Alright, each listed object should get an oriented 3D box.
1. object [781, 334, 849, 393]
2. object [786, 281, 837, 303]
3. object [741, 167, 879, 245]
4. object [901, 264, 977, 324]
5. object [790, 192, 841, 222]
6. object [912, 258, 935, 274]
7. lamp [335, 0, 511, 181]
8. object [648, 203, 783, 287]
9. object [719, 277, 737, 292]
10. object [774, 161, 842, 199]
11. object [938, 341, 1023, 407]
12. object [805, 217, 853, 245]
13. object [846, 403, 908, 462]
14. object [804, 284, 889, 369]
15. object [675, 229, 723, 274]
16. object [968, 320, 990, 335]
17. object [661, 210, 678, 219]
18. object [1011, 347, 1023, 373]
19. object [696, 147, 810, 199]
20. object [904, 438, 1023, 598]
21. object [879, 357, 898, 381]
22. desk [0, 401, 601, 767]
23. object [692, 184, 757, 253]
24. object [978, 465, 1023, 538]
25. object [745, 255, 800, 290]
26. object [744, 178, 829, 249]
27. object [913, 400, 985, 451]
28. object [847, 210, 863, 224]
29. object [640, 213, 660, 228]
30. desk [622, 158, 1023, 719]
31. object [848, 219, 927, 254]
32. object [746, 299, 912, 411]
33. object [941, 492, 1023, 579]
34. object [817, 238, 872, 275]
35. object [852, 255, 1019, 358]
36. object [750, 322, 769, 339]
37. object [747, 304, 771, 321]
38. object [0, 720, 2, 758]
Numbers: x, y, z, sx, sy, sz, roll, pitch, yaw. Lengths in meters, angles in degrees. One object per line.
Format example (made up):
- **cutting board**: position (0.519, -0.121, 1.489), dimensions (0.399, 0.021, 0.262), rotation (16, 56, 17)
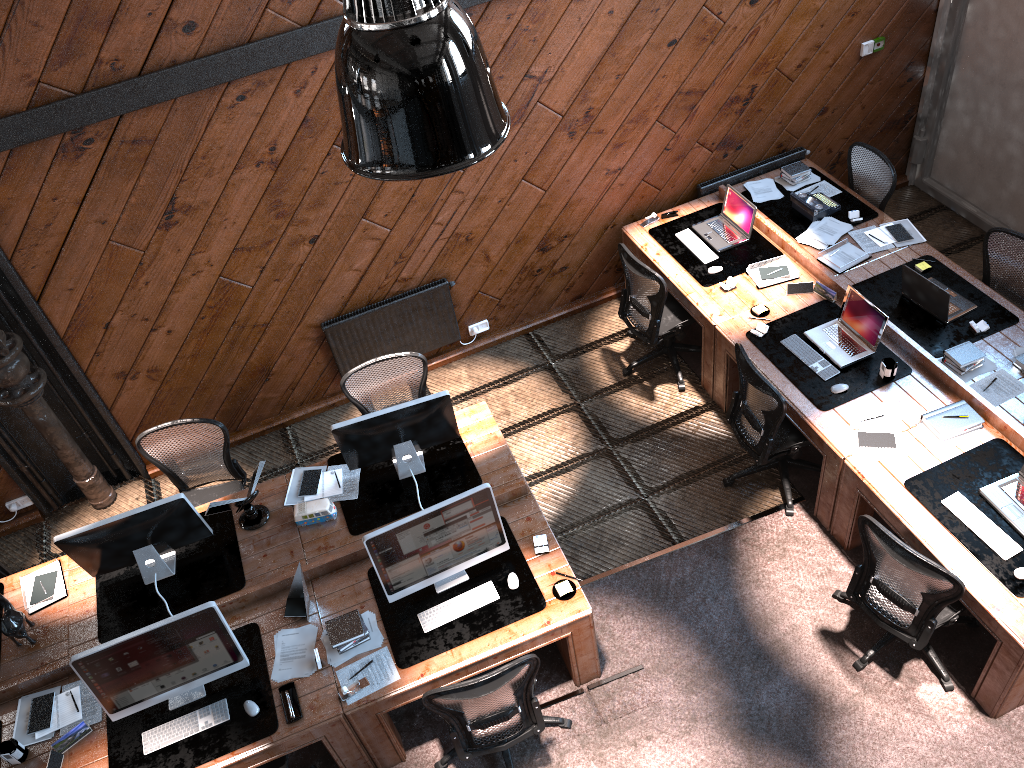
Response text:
- **object**: position (1.947, -0.136, 5.678), dimensions (0.139, 0.040, 0.577), rotation (-22, 45, -11)
- **object**: position (2.082, -0.657, 6.144), dimensions (0.347, 0.083, 0.129), rotation (14, 50, 24)
- **object**: position (2.302, -1.401, 6.905), dimensions (0.687, 0.008, 0.848), rotation (-22, 45, -11)
- **object**: position (2.818, -0.643, 5.835), dimensions (0.323, 0.283, 0.390), rotation (-25, 46, -14)
- **object**: position (2.329, -1.397, 6.793), dimensions (0.290, 0.116, 0.322), rotation (-23, 46, -12)
- **object**: position (2.870, -0.826, 6.193), dimensions (0.158, 0.026, 0.154), rotation (12, 49, 22)
- **lamp**: position (-0.386, -1.479, 1.465), dimensions (0.445, 2.372, 0.445), rotation (-6, 45, 5)
- **object**: position (1.529, -1.070, 6.725), dimensions (0.687, 0.008, 0.848), rotation (-22, 45, -11)
- **object**: position (1.538, -0.712, 6.322), dimensions (0.106, 0.063, 0.082), rotation (-24, 46, -13)
- **object**: position (2.338, -1.615, 7.029), dimensions (0.319, 0.098, 0.478), rotation (-23, 46, -12)
- **object**: position (2.859, -0.084, 5.404), dimensions (0.319, 0.098, 0.478), rotation (-23, 46, -12)
- **object**: position (2.363, -1.144, 6.611), dimensions (0.315, 0.002, 0.246), rotation (-37, 50, -24)
- **object**: position (2.156, 0.269, 5.242), dimensions (0.304, 0.017, 0.467), rotation (2, 46, 13)
- **object**: position (2.123, -0.368, 5.656), dimensions (0.320, 0.288, 0.380), rotation (-22, 45, -11)
- **object**: position (1.416, -1.002, 6.654), dimensions (0.139, 0.040, 0.577), rotation (-19, 45, -8)
- **object**: position (2.995, -0.371, 5.683), dimensions (0.106, 0.063, 0.082), rotation (-13, 44, -2)
- **object**: position (1.249, -1.341, 7.026), dimensions (0.134, 0.042, 0.022), rotation (-11, 44, 0)
- **object**: position (3.264, -0.166, 5.430), dimensions (0.363, 0.065, 0.325), rotation (-15, 44, -4)
- **object**: position (2.030, -1.564, 7.473), dimensions (1.064, 0.628, 0.073), rotation (-22, 45, -11)
- **object**: position (2.653, 0.684, 4.738), dimensions (0.687, 0.008, 0.848), rotation (-22, 45, -11)
- **object**: position (2.333, -0.095, 5.500), dimensions (0.078, 0.138, 0.099), rotation (-13, 44, -2)
- **desk**: position (-1.739, 1.580, 5.179), dimensions (4.117, 0.840, 1.748), rotation (-20, 45, -9)
- **object**: position (1.593, -1.254, 6.691), dimensions (0.323, 0.283, 0.390), rotation (-22, 45, -11)
- **object**: position (2.741, 0.558, 4.641), dimensions (0.323, 0.283, 0.390), rotation (-20, 45, -9)
- **object**: position (1.864, -0.803, 6.353), dimensions (0.316, 0.060, 0.229), rotation (-16, 44, -5)
- **object**: position (2.138, -1.329, 6.850), dimensions (0.356, 0.002, 1.058), rotation (-23, 46, -12)
- **object**: position (2.555, 0.236, 5.166), dimensions (0.363, 0.065, 0.325), rotation (-11, 44, 0)
- **object**: position (2.575, -1.252, 6.649), dimensions (0.082, 0.063, 0.106), rotation (-10, 44, 2)
- **object**: position (1.088, -1.304, 7.006), dimensions (0.159, 0.064, 0.054), rotation (-27, 46, -16)
- **desk**: position (2.498, -0.073, 6.006), dimensions (1.748, 0.840, 4.117), rotation (-22, 45, -11)
- **object**: position (2.742, -1.088, 6.487), dimensions (0.467, 0.017, 0.304), rotation (-12, 44, -1)
- **object**: position (2.038, -0.209, 5.757), dimensions (0.687, 0.008, 0.848), rotation (-22, 45, -11)
- **object**: position (2.503, 0.785, 4.641), dimensions (0.139, 0.040, 0.577), rotation (-21, 45, -10)
- **object**: position (2.390, -0.924, 6.372), dimensions (0.316, 0.060, 0.229), rotation (-27, 46, -16)
- **object**: position (2.810, -0.539, 5.938), dimensions (0.687, 0.008, 0.848), rotation (-22, 45, -11)
- **object**: position (1.655, -0.359, 5.933), dimensions (0.106, 0.063, 0.082), rotation (-35, 49, -23)
- **object**: position (1.709, -0.503, 6.103), dimensions (0.158, 0.026, 0.154), rotation (8, 48, 19)
- **object**: position (-2.974, 2.124, 4.398), dimensions (0.848, 0.008, 0.687), rotation (-21, 45, -10)
